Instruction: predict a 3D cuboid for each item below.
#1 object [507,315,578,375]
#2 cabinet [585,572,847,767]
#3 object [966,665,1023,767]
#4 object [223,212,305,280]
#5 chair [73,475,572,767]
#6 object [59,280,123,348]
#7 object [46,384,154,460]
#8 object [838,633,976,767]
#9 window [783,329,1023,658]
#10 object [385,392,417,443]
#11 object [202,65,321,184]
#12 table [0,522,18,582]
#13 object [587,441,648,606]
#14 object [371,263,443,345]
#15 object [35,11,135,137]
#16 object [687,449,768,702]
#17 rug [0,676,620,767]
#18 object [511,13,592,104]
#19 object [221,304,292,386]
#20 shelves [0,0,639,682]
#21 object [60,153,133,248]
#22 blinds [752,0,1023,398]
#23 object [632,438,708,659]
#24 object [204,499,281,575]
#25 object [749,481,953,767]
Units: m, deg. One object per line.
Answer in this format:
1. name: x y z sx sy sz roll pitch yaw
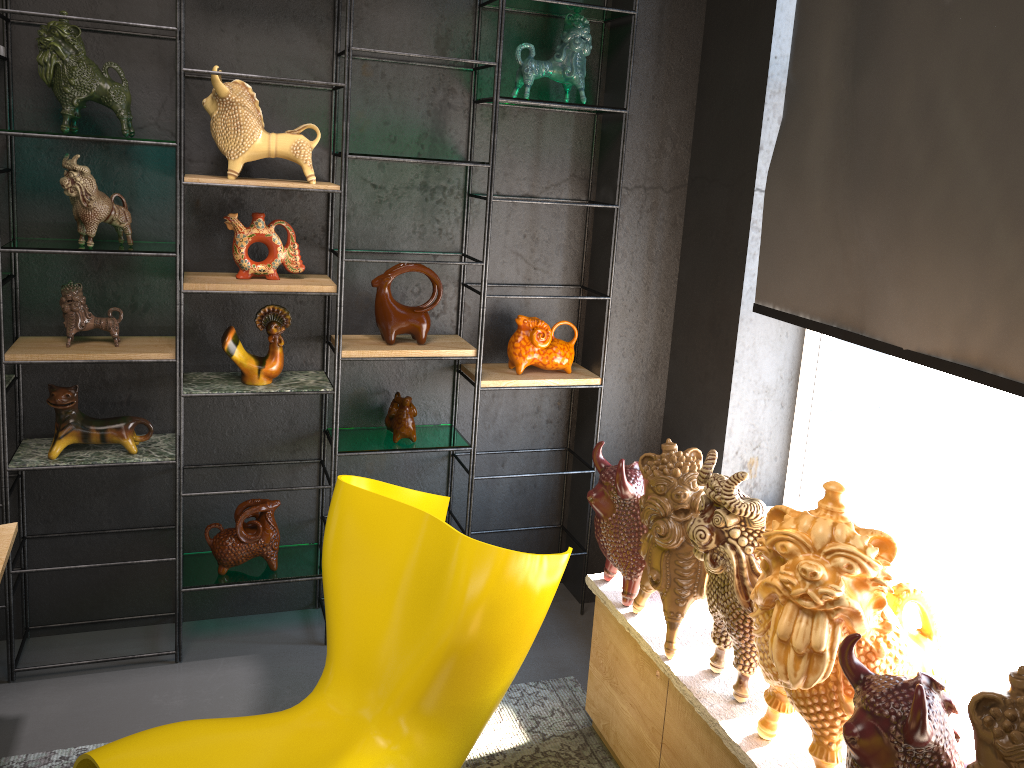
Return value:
1. object: 0.118 -0.152 3.345 0.278 0.219 0.140 -1 12 -19
2. cabinet: 0.844 1.183 1.534 0.404 0.522 2.770 0 15 -20
3. object: 0.912 0.698 1.360 0.475 0.538 0.253 1 11 -12
4. object: -0.825 -0.459 2.954 0.267 0.220 0.061 0 12 -19
5. chair: -0.382 0.755 2.150 0.663 0.884 1.076 14 16 39
6. object: -1.339 -0.223 2.818 0.183 0.207 0.097 0 12 -17
7. object: -1.325 0.109 2.856 0.309 0.232 0.158 0 12 -16
8. object: 0.783 0.674 1.578 0.462 0.435 0.222 1 12 -15
9. window: 1.510 -0.774 1.945 0.051 3.125 2.341 0 12 -20
10. object: -0.407 0.111 3.235 0.105 0.166 0.214 0 14 -20
11. object: -0.806 -0.827 2.852 0.369 0.347 0.177 1 12 -15
12. table: -1.722 0.765 2.285 0.733 0.611 0.503 0 13 -19
13. object: 0.430 0.395 2.568 0.462 0.435 0.222 1 12 -15
14. object: -0.379 -0.287 3.137 0.249 0.286 0.116 0 12 -20
15. object: -1.281 -0.930 2.664 0.255 0.351 0.170 1 12 -15
16. object: 0.604 0.451 2.132 0.430 0.572 0.275 -2 13 -27
17. rug: -0.221 1.504 1.032 2.189 0.010 3.650 -1 15 -19
18. object: 0.148 -1.168 3.153 0.289 0.328 0.154 -2 13 -27
19. object: -0.863 -0.137 2.990 0.227 0.267 0.125 0 12 -20
20. shelves: -1.035 -0.987 2.763 2.993 3.856 0.278 0 11 -20
21. object: -1.283 -0.562 2.717 0.132 0.276 0.209 10 13 27
22. blinds: -0.061 -1.530 4.093 3.522 3.262 12.903 4 14 0
23. object: 0.558 0.420 2.350 0.475 0.538 0.253 1 11 -12
24. object: -0.940 0.529 3.088 0.253 0.246 0.128 0 12 -20
25. object: 0.701 0.500 1.826 0.469 0.646 0.312 1 12 -15
